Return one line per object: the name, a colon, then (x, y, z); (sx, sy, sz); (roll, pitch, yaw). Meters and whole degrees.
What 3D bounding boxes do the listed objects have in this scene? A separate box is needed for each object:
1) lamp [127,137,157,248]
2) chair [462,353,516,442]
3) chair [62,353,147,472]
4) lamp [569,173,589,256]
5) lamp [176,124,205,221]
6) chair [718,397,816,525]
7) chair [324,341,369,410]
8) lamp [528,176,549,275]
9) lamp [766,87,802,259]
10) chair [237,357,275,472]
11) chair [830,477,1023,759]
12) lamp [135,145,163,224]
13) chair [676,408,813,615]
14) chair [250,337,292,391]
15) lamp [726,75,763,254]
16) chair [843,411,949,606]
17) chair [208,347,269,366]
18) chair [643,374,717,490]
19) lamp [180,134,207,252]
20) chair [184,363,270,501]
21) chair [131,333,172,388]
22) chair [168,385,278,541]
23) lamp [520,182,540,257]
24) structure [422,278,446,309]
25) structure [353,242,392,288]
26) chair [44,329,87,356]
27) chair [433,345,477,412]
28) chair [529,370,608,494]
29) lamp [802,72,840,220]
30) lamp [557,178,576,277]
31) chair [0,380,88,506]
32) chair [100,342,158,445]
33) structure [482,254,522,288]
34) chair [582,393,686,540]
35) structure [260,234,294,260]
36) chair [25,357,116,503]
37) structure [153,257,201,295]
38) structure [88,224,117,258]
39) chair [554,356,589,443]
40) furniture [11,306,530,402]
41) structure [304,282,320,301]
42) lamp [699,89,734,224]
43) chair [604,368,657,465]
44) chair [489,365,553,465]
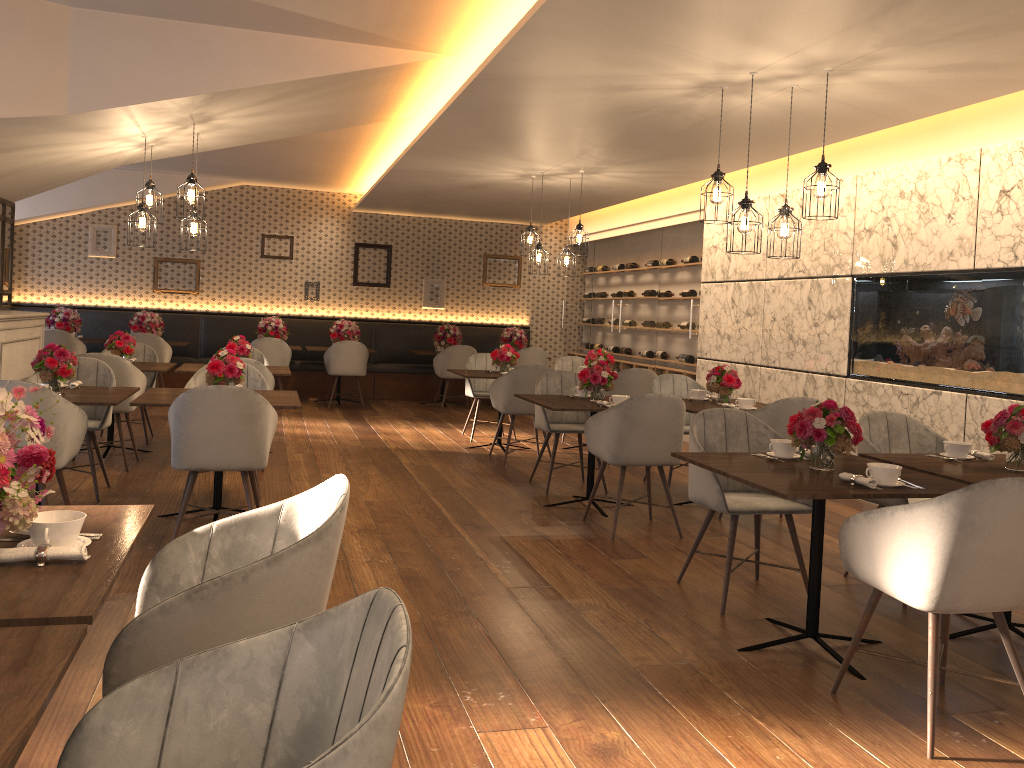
lamp: (-2.494, -1.976, 6.057); (0.175, 2.068, 0.175); (2, 1, -14)
chair: (-0.229, 0.130, 9.106); (0.564, 0.871, 0.527); (2, 2, -16)
chair: (-3.069, 0.188, 6.630); (0.564, 0.871, 0.527); (2, 2, -16)
lamp: (0.675, -2.245, 8.326); (0.175, 2.068, 0.175); (2, 1, -14)
lamp: (-2.118, -2.143, 5.945); (0.175, 2.068, 0.175); (2, 1, -14)
chair: (1.690, 0.491, 5.690); (0.564, 0.871, 0.527); (2, 2, -16)
chair: (-2.095, -0.125, 11.203); (0.564, 0.871, 0.527); (2, 2, -16)
lamp: (0.299, -2.078, 8.438); (0.175, 2.068, 0.175); (2, 1, -14)
lamp: (1.585, -1.745, 4.992); (0.175, 2.068, 0.175); (2, 1, -14)
chair: (-2.145, 0.212, 6.886); (0.564, 0.871, 0.527); (2, 2, -16)
chair: (1.451, 0.695, 2.950); (0.564, 0.871, 0.527); (2, 2, -16)
lamp: (-2.572, -2.199, 6.369); (0.175, 2.068, 0.175); (2, 1, -14)
chair: (1.113, 0.578, 4.234); (0.564, 0.871, 0.527); (2, 2, -16)
chair: (-3.018, -0.149, 10.947); (0.564, 0.871, 0.527); (2, 2, -16)
lamp: (1.305, -1.742, 4.783); (0.175, 2.068, 0.175); (2, 1, -14)
chair: (2.037, 0.602, 4.489); (0.564, 0.871, 0.527); (2, 2, -16)
chair: (-2.528, 0.094, 8.157); (0.564, 0.871, 0.527); (2, 2, -16)
chair: (1.352, 0.374, 6.974); (0.564, 0.871, 0.527); (2, 2, -16)
lamp: (-2.214, -1.979, 6.265); (0.175, 2.068, 0.175); (2, 1, -14)
chair: (-1.911, 0.299, 5.918); (0.564, 0.871, 0.527); (2, 2, -16)
chair: (-4.382, -0.186, 10.570); (0.564, 0.871, 0.527); (2, 2, -16)
chair: (-1.528, 0.418, 4.647); (0.564, 0.871, 0.527); (2, 2, -16)
lamp: (0.221, -2.301, 8.751); (0.175, 2.068, 0.175); (2, 1, -14)
structure: (-1.151, -1.332, 13.076); (0.340, 0.439, 0.035); (2, 1, -15)
structure: (-2.021, -1.717, 12.830); (0.543, 0.631, 0.035); (2, 1, -15)
chair: (-5.306, -0.210, 10.314); (0.564, 0.871, 0.527); (2, 2, -16)
chair: (-0.731, -0.089, 11.580); (0.564, 0.871, 0.527); (2, 2, -16)
chair: (0.429, 0.350, 6.718); (0.564, 0.871, 0.527); (2, 2, -16)
lamp: (1.681, -1.909, 4.671); (0.175, 2.068, 0.175); (2, 1, -14)
lamp: (0.578, -2.081, 8.646); (0.175, 2.068, 0.175); (2, 1, -14)
chair: (-2.452, 0.393, 4.391); (0.564, 0.871, 0.527); (2, 2, -16)
chair: (-3.451, 0.069, 7.901); (0.564, 0.871, 0.527); (2, 2, -16)
structure: (-0.144, -1.699, 13.341); (0.600, 0.485, 0.032); (2, 1, -15)
chair: (0.767, 0.467, 5.434); (0.564, 0.871, 0.527); (2, 2, -16)
structure: (-3.305, -1.928, 12.471); (0.448, 0.344, 0.016); (2, 1, -15)
chair: (-2.835, 0.275, 5.662); (0.564, 0.871, 0.527); (2, 2, -16)
structure: (-4.589, -1.477, 12.121); (0.600, 0.485, 0.032); (2, 1, -15)
structure: (-5.484, -1.917, 11.860); (0.340, 0.439, 0.035); (2, 1, -15)
chair: (0.695, 0.155, 9.361); (0.564, 0.871, 0.527); (2, 2, -16)
furniture: (-3.105, -0.363, 12.276); (7.083, 1.080, 0.542); (2, 2, -15)
structure: (-2.846, -1.320, 12.616); (0.216, 0.277, 0.018); (2, 1, -16)
lamp: (1.227, -1.965, 5.096); (0.175, 2.068, 0.175); (2, 1, -14)
chair: (1.033, 0.272, 8.078); (0.564, 0.871, 0.527); (2, 2, -16)
chair: (0.109, 0.247, 7.822); (0.564, 0.871, 0.527); (2, 2, -16)
